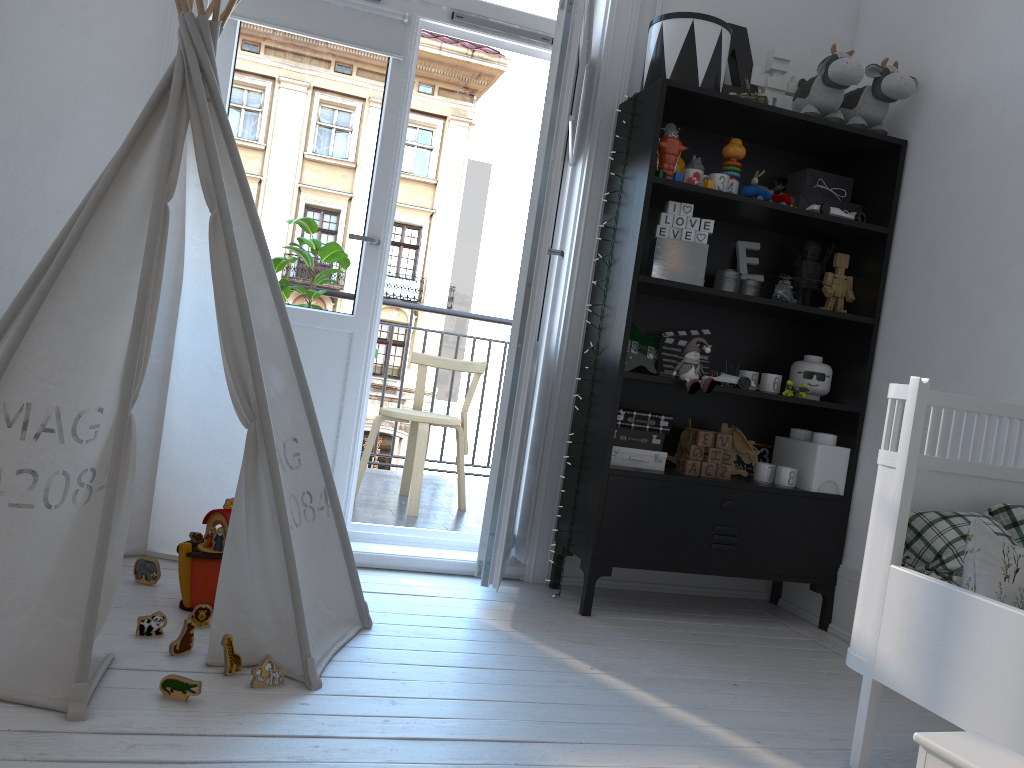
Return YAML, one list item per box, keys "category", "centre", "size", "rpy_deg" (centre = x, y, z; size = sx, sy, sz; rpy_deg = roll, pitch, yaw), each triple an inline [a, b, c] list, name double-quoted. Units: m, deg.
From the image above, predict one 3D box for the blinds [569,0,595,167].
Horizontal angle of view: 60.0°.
- category: "blinds"
  centre: [0.224, -0.965, 2.873]
  size: [0.032, 0.390, 0.565]
  rpy_deg: [8, 1, 4]

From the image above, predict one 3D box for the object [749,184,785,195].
- category: "object"
  centre: [1.013, -0.632, 3.222]
  size: [0.347, 0.132, 0.037]
  rpy_deg: [8, 1, -16]

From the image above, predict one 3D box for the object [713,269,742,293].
- category: "object"
  centre: [0.753, -0.346, 3.111]
  size: [0.095, 0.110, 0.095]
  rpy_deg: [8, 1, -12]

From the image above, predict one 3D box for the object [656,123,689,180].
- category: "object"
  centre: [0.508, -0.734, 2.840]
  size: [0.105, 0.203, 0.072]
  rpy_deg: [8, 1, -9]

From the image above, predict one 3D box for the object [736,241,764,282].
- category: "object"
  centre: [0.852, -0.438, 3.177]
  size: [0.107, 0.151, 0.055]
  rpy_deg: [8, 1, -16]

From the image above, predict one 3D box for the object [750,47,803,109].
- category: "object"
  centre: [0.921, -1.024, 3.124]
  size: [0.190, 0.290, 0.065]
  rpy_deg: [8, 1, -11]

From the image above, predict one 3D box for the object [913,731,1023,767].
- category: "object"
  centre: [0.695, 0.690, 1.272]
  size: [0.288, 0.246, 0.332]
  rpy_deg: [8, 1, -21]

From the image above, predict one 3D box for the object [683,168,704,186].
- category: "object"
  centre: [0.581, -0.655, 2.865]
  size: [0.067, 0.067, 0.067]
  rpy_deg: [8, 1, -15]

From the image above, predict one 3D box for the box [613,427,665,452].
- category: "box"
  centre: [0.373, 0.174, 2.955]
  size: [0.216, 0.062, 0.179]
  rpy_deg: [8, 1, -16]

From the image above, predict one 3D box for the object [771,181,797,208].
- category: "object"
  centre: [0.915, -0.637, 3.031]
  size: [0.121, 0.112, 0.087]
  rpy_deg: [9, 2, 44]

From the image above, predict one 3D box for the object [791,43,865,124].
- category: "object"
  centre: [1.044, -0.981, 2.990]
  size: [0.154, 0.253, 0.370]
  rpy_deg: [8, 1, -8]

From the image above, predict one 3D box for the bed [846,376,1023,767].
- category: "bed"
  centre: [1.250, 0.474, 1.385]
  size: [0.670, 0.833, 1.403]
  rpy_deg: [8, 1, -16]

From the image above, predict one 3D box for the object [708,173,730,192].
- category: "object"
  centre: [0.668, -0.642, 2.876]
  size: [0.067, 0.067, 0.067]
  rpy_deg: [8, 1, -15]

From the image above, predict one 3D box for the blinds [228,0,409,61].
- category: "blinds"
  centre: [-0.626, -1.208, 2.908]
  size: [0.565, 0.158, 0.032]
  rpy_deg: [8, 1, -16]

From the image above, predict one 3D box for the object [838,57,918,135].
- category: "object"
  centre: [1.187, -0.961, 3.037]
  size: [0.211, 0.253, 0.386]
  rpy_deg: [8, 1, -33]

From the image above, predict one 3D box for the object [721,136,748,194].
- category: "object"
  centre: [0.725, -0.708, 2.928]
  size: [0.077, 0.213, 0.077]
  rpy_deg: [9, 1, 17]

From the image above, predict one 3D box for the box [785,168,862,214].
- category: "box"
  centre: [1.096, -0.645, 3.135]
  size: [0.252, 0.189, 0.179]
  rpy_deg: [8, 1, -16]

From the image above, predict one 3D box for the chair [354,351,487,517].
- category: "chair"
  centre: [-0.425, 0.213, 4.151]
  size: [0.436, 0.715, 0.498]
  rpy_deg: [9, 1, 29]

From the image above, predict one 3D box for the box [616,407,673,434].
- category: "box"
  centre: [0.400, 0.116, 2.960]
  size: [0.216, 0.062, 0.179]
  rpy_deg: [8, 1, -16]

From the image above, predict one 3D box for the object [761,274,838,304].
- category: "object"
  centre: [0.928, -0.317, 3.042]
  size: [0.368, 0.106, 0.349]
  rpy_deg: [8, 1, -15]

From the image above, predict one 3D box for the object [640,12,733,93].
- category: "object"
  centre: [0.584, -1.056, 2.980]
  size: [0.272, 0.259, 0.395]
  rpy_deg: [9, 1, 12]

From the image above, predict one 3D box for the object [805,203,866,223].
- category: "object"
  centre: [1.089, -0.572, 2.992]
  size: [0.231, 0.048, 0.098]
  rpy_deg: [8, 1, -26]

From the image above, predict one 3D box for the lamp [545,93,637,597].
- category: "lamp"
  centre: [0.685, -0.067, 3.074]
  size: [0.985, 1.684, 0.095]
  rpy_deg: [8, 1, -19]

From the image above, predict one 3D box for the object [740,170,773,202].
- category: "object"
  centre: [0.822, -0.650, 2.960]
  size: [0.121, 0.126, 0.087]
  rpy_deg: [7, 2, -39]

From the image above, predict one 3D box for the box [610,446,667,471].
- category: "box"
  centre: [0.382, 0.238, 2.961]
  size: [0.216, 0.062, 0.179]
  rpy_deg: [8, 1, -16]

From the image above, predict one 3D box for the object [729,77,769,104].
- category: "object"
  centre: [0.786, -0.945, 2.932]
  size: [0.121, 0.100, 0.338]
  rpy_deg: [9, 1, 19]

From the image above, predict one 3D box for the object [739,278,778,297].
- category: "object"
  centre: [0.868, -0.320, 3.058]
  size: [0.078, 0.091, 0.246]
  rpy_deg: [8, 1, -22]

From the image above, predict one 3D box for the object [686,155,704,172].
- category: "object"
  centre: [0.620, -0.698, 3.027]
  size: [0.063, 0.160, 0.063]
  rpy_deg: [7, 2, -38]

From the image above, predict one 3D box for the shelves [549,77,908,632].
- category: "shelves"
  centre: [0.726, -0.057, 3.020]
  size: [0.912, 1.678, 0.353]
  rpy_deg: [8, 1, -16]

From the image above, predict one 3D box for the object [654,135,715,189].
- category: "object"
  centre: [0.520, -0.729, 2.917]
  size: [0.197, 0.197, 0.318]
  rpy_deg: [8, 1, -20]

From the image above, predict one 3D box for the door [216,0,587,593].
- category: "door"
  centre: [-0.399, -0.359, 2.793]
  size: [1.264, 1.839, 0.636]
  rpy_deg: [8, 1, -14]

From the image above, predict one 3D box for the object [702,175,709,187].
- category: "object"
  centre: [0.620, -0.650, 2.923]
  size: [0.067, 0.067, 0.067]
  rpy_deg: [7, 2, -42]

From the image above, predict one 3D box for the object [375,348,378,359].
- category: "object"
  centre: [-0.965, -0.123, 4.002]
  size: [0.720, 1.225, 0.489]
  rpy_deg: [8, 1, -6]

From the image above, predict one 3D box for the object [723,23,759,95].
- category: "object"
  centre: [0.752, -1.076, 3.104]
  size: [0.343, 0.344, 0.057]
  rpy_deg: [8, 1, -16]

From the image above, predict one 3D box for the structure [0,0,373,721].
- category: "structure"
  centre: [-0.822, -0.299, 2.122]
  size: [1.143, 1.750, 1.142]
  rpy_deg: [7, 2, -40]

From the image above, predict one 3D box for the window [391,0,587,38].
- category: "window"
  centre: [-0.277, -1.608, 3.002]
  size: [1.263, 0.660, 0.101]
  rpy_deg: [8, 1, -16]

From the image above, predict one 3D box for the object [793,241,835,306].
- category: "object"
  centre: [1.053, -0.377, 3.126]
  size: [0.117, 0.259, 0.081]
  rpy_deg: [8, 1, -16]

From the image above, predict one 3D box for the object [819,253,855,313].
- category: "object"
  centre: [1.139, -0.344, 3.089]
  size: [0.114, 0.221, 0.052]
  rpy_deg: [8, 1, -17]
